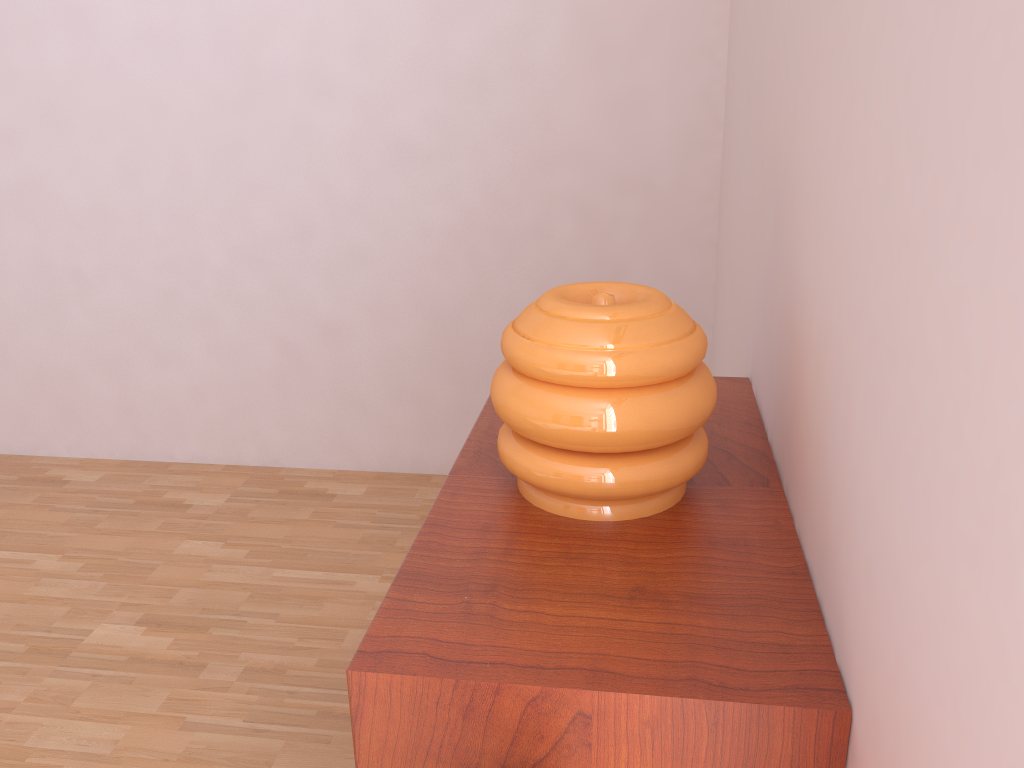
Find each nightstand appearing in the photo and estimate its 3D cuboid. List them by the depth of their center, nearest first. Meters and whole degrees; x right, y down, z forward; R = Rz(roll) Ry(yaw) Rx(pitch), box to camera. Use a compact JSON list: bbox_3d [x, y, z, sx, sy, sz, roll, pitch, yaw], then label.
[{"bbox_3d":[0.120,0.411,1.202,0.428,0.626,0.815,2,19,9],"label":"nightstand"}]

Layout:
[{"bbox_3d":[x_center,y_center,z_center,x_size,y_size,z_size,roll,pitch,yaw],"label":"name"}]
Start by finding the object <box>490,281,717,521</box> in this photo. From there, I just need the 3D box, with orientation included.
[{"bbox_3d":[0.107,0.011,1.050,0.264,0.244,0.264,8,21,24],"label":"object"}]
